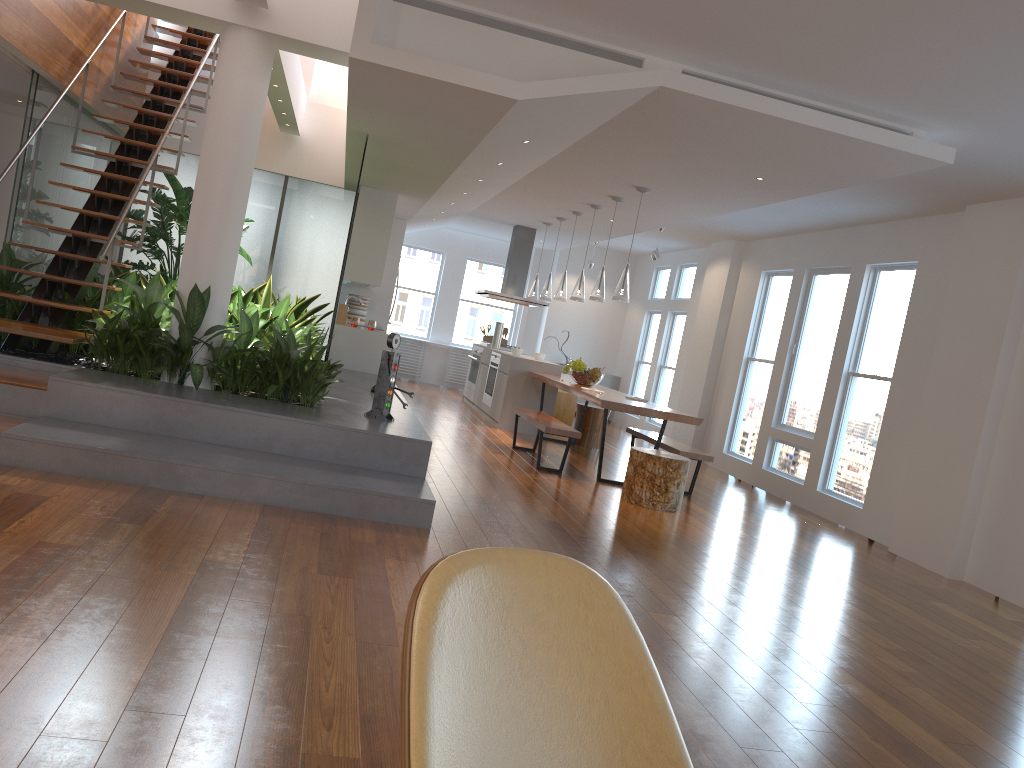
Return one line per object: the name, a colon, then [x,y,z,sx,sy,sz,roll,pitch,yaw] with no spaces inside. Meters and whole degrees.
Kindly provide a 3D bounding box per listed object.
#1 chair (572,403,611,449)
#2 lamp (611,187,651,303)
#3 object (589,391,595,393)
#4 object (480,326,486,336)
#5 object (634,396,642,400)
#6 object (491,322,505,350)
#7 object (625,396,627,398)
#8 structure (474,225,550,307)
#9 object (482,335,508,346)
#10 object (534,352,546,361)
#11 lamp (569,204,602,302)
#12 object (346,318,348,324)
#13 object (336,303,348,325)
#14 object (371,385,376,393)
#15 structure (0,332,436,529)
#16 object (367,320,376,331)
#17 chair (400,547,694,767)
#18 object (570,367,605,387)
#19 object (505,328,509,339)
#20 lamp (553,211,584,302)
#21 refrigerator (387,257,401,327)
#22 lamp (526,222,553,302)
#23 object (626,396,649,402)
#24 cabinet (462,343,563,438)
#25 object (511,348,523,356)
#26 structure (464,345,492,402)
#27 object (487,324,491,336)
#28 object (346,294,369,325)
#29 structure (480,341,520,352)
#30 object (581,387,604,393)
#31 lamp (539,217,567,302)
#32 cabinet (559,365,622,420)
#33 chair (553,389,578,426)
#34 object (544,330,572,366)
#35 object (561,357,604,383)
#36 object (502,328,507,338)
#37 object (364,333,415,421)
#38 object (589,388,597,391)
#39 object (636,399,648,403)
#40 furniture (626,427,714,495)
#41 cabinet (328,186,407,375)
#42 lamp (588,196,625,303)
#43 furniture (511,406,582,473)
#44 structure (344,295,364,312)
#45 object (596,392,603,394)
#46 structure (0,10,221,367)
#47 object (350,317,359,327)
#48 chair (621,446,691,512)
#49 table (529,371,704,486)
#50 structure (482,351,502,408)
chair: [0.882,0.477,10.046,0.396,0.455,0.402,10,3,-22]
lamp: [1.046,-1.238,7.691,0.160,1.060,0.160,12,3,15]
object: [0.740,0.075,7.971,0.164,0.006,0.017,11,3,-7]
object: [-0.382,-0.694,12.653,0.199,0.259,0.016,11,3,-1]
object: [1.150,0.136,8.111,0.079,0.030,0.070,13,4,32]
object: [-0.178,-0.639,11.765,0.120,0.356,0.172,14,4,36]
object: [1.117,0.132,8.230,0.149,0.014,0.044,11,3,-10]
structure: [0.114,-1.817,12.149,0.909,1.405,0.900,11,3,-12]
object: [-0.243,-0.605,12.680,0.353,0.157,0.084,11,3,-12]
object: [0.318,-0.316,10.316,0.152,0.082,0.152,14,4,39]
lamp: [0.772,-1.375,9.104,0.160,1.060,0.160,12,3,15]
object: [-1.906,-0.766,10.015,0.100,0.170,0.173,11,3,-10]
object: [-1.867,-0.771,9.768,0.104,0.222,0.200,11,3,-12]
object: [-1.098,0.000,7.442,0.181,0.155,0.216,14,4,43]
structure: [-2.402,0.039,7.013,3.088,0.386,5.584,11,3,-12]
object: [-1.507,-0.629,9.527,0.094,0.106,0.094,11,3,-6]
chair: [0.227,0.718,1.144,0.856,0.752,0.867,11,3,-7]
object: [0.753,-0.057,9.061,0.360,0.159,0.360,14,4,42]
object: [-0.100,-0.658,12.714,0.057,0.294,0.030,11,3,-12]
lamp: [0.635,-1.443,9.811,0.160,1.060,0.160,12,3,15]
refrigerator: [-2.022,-0.936,12.272,0.725,1.772,0.908,11,3,-12]
lamp: [0.362,-1.579,11.224,0.160,1.060,0.160,12,3,15]
object: [1.149,0.142,8.111,0.222,0.020,0.222,10,3,-20]
cabinet: [-0.071,0.011,11.376,0.597,0.832,2.936,11,3,-12]
object: [0.055,-0.373,10.386,0.152,0.082,0.152,13,4,27]
structure: [-0.277,-0.107,12.254,0.649,0.735,0.890,11,3,-12]
object: [-0.344,-0.705,12.662,0.055,0.299,0.027,11,3,-12]
object: [-1.945,-0.928,11.067,0.267,0.356,0.266,12,3,14]
structure: [-0.155,-0.517,12.250,0.520,0.073,0.650,11,3,-12]
object: [0.734,0.061,8.072,0.222,0.020,0.222,13,4,29]
lamp: [0.498,-1.511,10.517,0.160,1.060,0.160,12,3,15]
cabinet: [1.018,0.107,14.309,1.309,0.725,0.420,11,3,-12]
chair: [0.660,0.311,12.253,0.344,0.430,0.549,11,3,-8]
object: [0.783,-0.589,14.152,0.590,0.563,0.210,9,4,-40]
object: [0.738,-0.125,9.066,0.292,0.284,0.394,14,4,42]
object: [-0.132,-0.663,12.689,0.068,0.298,0.039,11,3,-12]
object: [-0.749,-0.038,5.750,0.318,0.565,0.134,13,4,24]
object: [0.736,0.055,8.071,0.079,0.030,0.070,14,4,41]
object: [1.182,0.154,8.010,0.158,0.017,0.019,10,3,-17]
furniture: [1.401,0.716,8.250,0.316,0.389,1.433,11,3,-12]
cabinet: [-1.892,-1.087,11.523,0.676,2.280,4.565,11,3,-12]
lamp: [0.909,-1.306,8.397,0.160,1.060,0.160,12,3,15]
furniture: [0.254,0.500,8.007,0.316,0.389,1.433,11,3,-12]
structure: [-1.913,-0.792,10.519,0.248,0.536,0.115,11,3,-12]
object: [0.746,0.074,7.938,0.149,0.014,0.044,11,3,-13]
structure: [-2.321,-2.104,7.500,2.552,4.265,4.591,11,3,-12]
object: [-1.690,-0.666,9.535,0.094,0.106,0.094,11,3,-6]
chair: [1.105,0.729,6.824,0.460,0.400,0.460,11,3,-2]
table: [0.503,0.266,10.083,0.893,0.704,5.996,11,3,-12]
structure: [-0.239,-0.061,10.822,0.072,0.648,0.644,11,3,-12]
